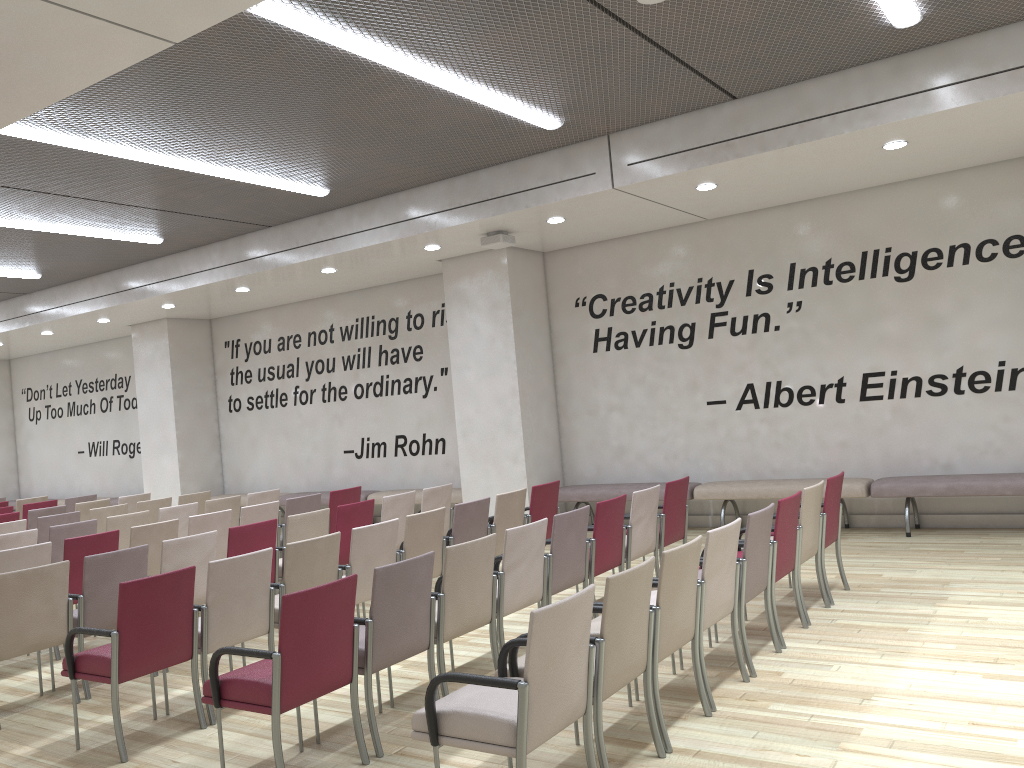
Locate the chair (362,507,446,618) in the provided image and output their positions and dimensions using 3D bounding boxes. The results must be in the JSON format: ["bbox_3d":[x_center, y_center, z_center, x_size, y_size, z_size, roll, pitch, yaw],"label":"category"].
[{"bbox_3d":[-0.820,1.387,6.566,0.640,0.890,0.513,-6,-2,33],"label":"chair"}]

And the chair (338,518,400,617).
[{"bbox_3d":[-1.109,1.402,6.116,0.640,0.890,0.513,-6,-2,35],"label":"chair"}]

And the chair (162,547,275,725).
[{"bbox_3d":[-1.738,1.436,5.198,0.640,0.890,0.513,-6,-2,34],"label":"chair"}]

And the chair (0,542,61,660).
[{"bbox_3d":[-3.756,1.648,6.577,0.640,0.890,0.513,-6,-2,34],"label":"chair"}]

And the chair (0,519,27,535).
[{"bbox_3d":[-5.193,1.829,8.858,0.640,0.890,0.513,-6,-2,33],"label":"chair"}]

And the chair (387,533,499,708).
[{"bbox_3d":[-0.414,1.313,4.974,0.640,0.890,0.513,-6,-2,35],"label":"chair"}]

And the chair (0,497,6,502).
[{"bbox_3d":[-8.007,2.187,13.428,0.640,0.890,0.513,-6,-2,35],"label":"chair"}]

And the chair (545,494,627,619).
[{"bbox_3d":[0.497,1.264,6.341,0.640,0.890,0.513,-6,-2,33],"label":"chair"}]

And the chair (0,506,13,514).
[{"bbox_3d":[-6.600,2.008,11.132,0.640,0.890,0.513,-6,-2,34],"label":"chair"}]

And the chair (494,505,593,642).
[{"bbox_3d":[0.192,1.281,5.881,0.640,0.890,0.513,-6,-2,34],"label":"chair"}]

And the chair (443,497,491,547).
[{"bbox_3d":[-0.500,1.369,7.025,0.640,0.890,0.513,-6,-2,35],"label":"chair"}]

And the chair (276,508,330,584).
[{"bbox_3d":[-1.824,1.492,7.260,0.640,0.890,0.513,-6,-2,34],"label":"chair"}]

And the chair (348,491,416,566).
[{"bbox_3d":[-1.218,1.460,8.175,0.640,0.890,0.513,-6,-2,33],"label":"chair"}]

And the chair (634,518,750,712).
[{"bbox_3d":[0.903,1.191,4.736,0.640,0.890,0.513,-6,-2,35],"label":"chair"}]

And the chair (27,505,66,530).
[{"bbox_3d":[-5.594,1.902,10.452,0.640,0.890,0.513,-6,-2,34],"label":"chair"}]

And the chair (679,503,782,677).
[{"bbox_3d":[1.219,1.173,5.191,0.640,0.890,0.513,-6,-2,33],"label":"chair"}]

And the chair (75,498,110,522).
[{"bbox_3d":[-5.280,1.885,10.905,0.640,0.890,0.513,-6,-2,33],"label":"chair"}]

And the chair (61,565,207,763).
[{"bbox_3d":[-2.034,1.452,4.752,0.640,0.890,0.513,-6,-2,33],"label":"chair"}]

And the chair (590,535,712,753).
[{"bbox_3d":[0.598,1.207,4.280,0.640,0.890,0.513,-6,-2,34],"label":"chair"}]

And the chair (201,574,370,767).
[{"bbox_3d":[-1.039,1.348,4.057,0.640,0.890,0.513,-6,-2,33],"label":"chair"}]

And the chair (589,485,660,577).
[{"bbox_3d":[0.814,1.247,6.791,0.640,0.890,0.513,-6,-2,34],"label":"chair"}]

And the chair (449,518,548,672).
[{"bbox_3d":[-0.107,1.297,5.430,0.640,0.890,0.513,-6,-2,34],"label":"chair"}]

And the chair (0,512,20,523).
[{"bbox_3d":[-5.900,1.919,10.006,0.640,0.890,0.513,-6,-2,33],"label":"chair"}]

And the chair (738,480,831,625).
[{"bbox_3d":[1.835,1.140,6.115,0.640,0.890,0.513,-6,-2,34],"label":"chair"}]

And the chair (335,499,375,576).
[{"bbox_3d":[-1.527,1.477,7.714,0.640,0.890,0.513,-6,-2,33],"label":"chair"}]

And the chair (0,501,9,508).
[{"bbox_3d":[-7.317,2.098,12.282,0.640,0.890,0.513,-6,-2,34],"label":"chair"}]

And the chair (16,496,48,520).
[{"bbox_3d":[-7.009,2.082,12.736,0.640,0.890,0.513,-6,-2,33],"label":"chair"}]

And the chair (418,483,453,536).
[{"bbox_3d":[-0.907,1.443,8.630,0.640,0.890,0.513,-6,-2,33],"label":"chair"}]

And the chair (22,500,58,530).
[{"bbox_3d":[-6.291,1.991,11.609,0.640,0.890,0.513,-6,-2,34],"label":"chair"}]

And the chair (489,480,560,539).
[{"bbox_3d":[0.104,1.337,7.937,0.640,0.890,0.513,-6,-2,34],"label":"chair"}]

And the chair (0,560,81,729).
[{"bbox_3d":[-3.052,1.559,5.438,0.640,0.890,0.513,-6,-2,35],"label":"chair"}]

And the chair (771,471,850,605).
[{"bbox_3d":[2.145,1.123,6.568,0.640,0.890,0.513,-6,-2,33],"label":"chair"}]

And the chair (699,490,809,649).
[{"bbox_3d":[1.530,1.157,5.659,0.640,0.890,0.513,-6,-2,34],"label":"chair"}]

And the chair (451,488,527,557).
[{"bbox_3d":[-0.201,1.354,7.493,0.640,0.890,0.513,-6,-2,33],"label":"chair"}]

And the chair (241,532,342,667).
[{"bbox_3d":[-1.425,1.419,5.657,0.640,0.890,0.513,-6,-2,35],"label":"chair"}]

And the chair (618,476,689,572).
[{"bbox_3d":[1.130,1.230,7.254,0.640,0.890,0.513,-6,-2,34],"label":"chair"}]

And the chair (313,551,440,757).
[{"bbox_3d":[-0.724,1.331,4.526,0.640,0.890,0.513,-6,-2,34],"label":"chair"}]
